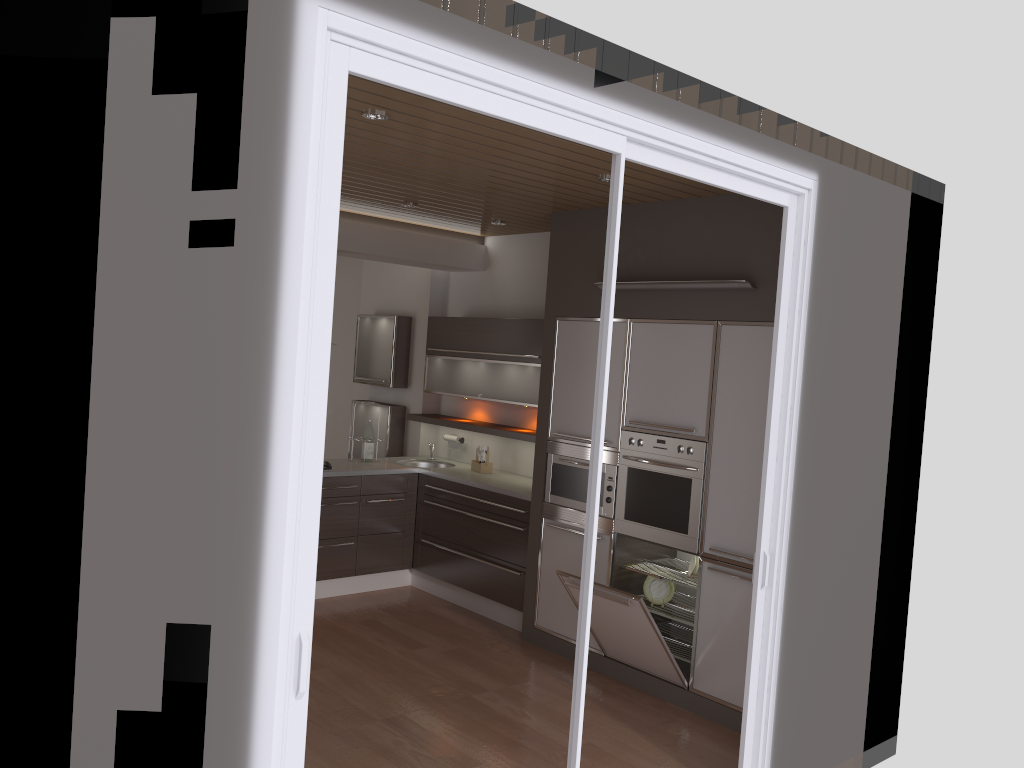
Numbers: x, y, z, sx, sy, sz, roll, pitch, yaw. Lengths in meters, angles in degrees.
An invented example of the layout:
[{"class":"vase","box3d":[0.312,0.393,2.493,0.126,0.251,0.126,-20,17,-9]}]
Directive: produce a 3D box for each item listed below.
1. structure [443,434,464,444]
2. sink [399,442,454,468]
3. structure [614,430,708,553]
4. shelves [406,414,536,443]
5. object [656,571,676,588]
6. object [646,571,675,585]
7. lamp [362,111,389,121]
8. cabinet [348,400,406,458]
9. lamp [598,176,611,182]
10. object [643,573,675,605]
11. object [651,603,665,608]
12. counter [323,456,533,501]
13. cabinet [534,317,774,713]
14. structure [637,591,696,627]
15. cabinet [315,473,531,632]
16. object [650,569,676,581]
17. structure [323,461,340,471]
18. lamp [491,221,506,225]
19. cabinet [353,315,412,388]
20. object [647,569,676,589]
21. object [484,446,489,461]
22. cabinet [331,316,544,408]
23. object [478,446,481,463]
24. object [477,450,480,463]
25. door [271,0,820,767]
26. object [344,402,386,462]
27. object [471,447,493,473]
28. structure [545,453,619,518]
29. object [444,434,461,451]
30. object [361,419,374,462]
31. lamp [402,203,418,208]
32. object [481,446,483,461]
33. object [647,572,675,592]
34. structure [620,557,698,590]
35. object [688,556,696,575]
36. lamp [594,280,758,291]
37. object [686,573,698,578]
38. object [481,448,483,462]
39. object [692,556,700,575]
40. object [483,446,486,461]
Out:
[{"class":"structure","box3d":[-0.449,0.438,7.091,0.087,0.049,0.237,2,3,-41]},{"class":"sink","box3d":[-0.677,0.633,6.888,0.450,0.347,0.494,3,2,-36]},{"class":"structure","box3d":[0.785,0.575,4.836,0.066,0.583,0.582,2,3,-42]},{"class":"shelves","box3d":[-0.125,0.336,6.584,0.313,0.050,1.850,2,3,-42]},{"class":"object","box3d":[0.861,1.173,5.154,0.177,0.173,0.042,5,2,13]},{"class":"object","box3d":[0.854,1.174,5.130,0.177,0.173,0.042,5,2,13]},{"class":"lamp","box3d":[-0.533,-1.075,3.480,0.102,0.055,0.102,5,2,31]},{"class":"cabinet","box3d":[-1.177,0.461,7.606,0.194,0.600,0.598,2,3,-42]},{"class":"lamp","box3d":[0.475,-1.034,4.377,0.102,0.055,0.102,5,2,31]},{"class":"object","box3d":[0.842,1.174,5.083,0.177,0.173,0.042,5,2,13]},{"class":"object","box3d":[0.849,1.261,5.129,0.073,0.009,0.190,5,2,15]},{"class":"counter","box3d":[-0.846,0.652,5.977,2.150,0.036,1.850,2,3,-42]},{"class":"cabinet","box3d":[0.852,0.623,4.900,1.047,1.948,1.796,2,3,-42]},{"class":"structure","box3d":[0.984,1.280,5.081,0.479,0.012,0.583,2,3,-42]},{"class":"cabinet","box3d":[-0.878,1.103,5.993,2.150,0.870,1.850,2,3,-42]},{"class":"object","box3d":[0.873,1.172,5.200,0.177,0.173,0.042,5,2,13]},{"class":"structure","box3d":[-1.653,0.550,6.099,0.797,0.047,0.494,2,3,-42]},{"class":"lamp","box3d":[-0.092,-1.136,6.141,0.102,0.055,0.102,4,2,-14]},{"class":"cabinet","box3d":[-1.156,-0.287,7.526,0.619,0.600,0.172,5,2,34]},{"class":"object","box3d":[0.867,1.173,5.177,0.177,0.173,0.042,5,2,13]},{"class":"object","box3d":[-0.196,0.556,6.588,0.042,0.192,0.040,4,2,6]},{"class":"cabinet","box3d":[-0.732,-0.422,6.045,2.058,1.032,1.399,3,3,-38]},{"class":"object","box3d":[-0.238,0.554,6.563,0.042,0.192,0.040,4,2,5]},{"class":"object","box3d":[-0.242,0.565,6.591,0.044,0.178,0.019,5,2,23]},{"class":"door","box3d":[0.276,0.373,2.960,2.300,2.700,0.101,2,3,-42]},{"class":"object","box3d":[-1.115,0.361,6.767,0.291,0.453,0.210,3,2,-37]},{"class":"object","box3d":[-0.222,0.570,6.631,0.100,0.170,0.173,3,2,-30]},{"class":"structure","box3d":[0.397,0.600,5.293,0.049,0.301,0.569,2,3,-42]},{"class":"object","box3d":[-0.480,0.470,7.086,0.053,0.119,0.165,2,3,-42]},{"class":"object","box3d":[-1.088,0.428,6.726,0.091,0.319,0.091,4,2,-7]},{"class":"lamp","box3d":[-0.648,-1.158,5.646,0.102,0.055,0.102,5,2,20]},{"class":"object","box3d":[-0.223,0.557,6.596,0.018,0.196,0.022,2,3,-40]},{"class":"object","box3d":[0.848,1.174,5.107,0.177,0.173,0.042,5,2,13]},{"class":"structure","box3d":[0.998,1.082,5.074,0.479,0.012,0.583,2,3,-42]},{"class":"object","box3d":[1.016,1.023,4.997,0.032,0.112,0.115,4,2,-1]},{"class":"lamp","box3d":[0.837,-0.526,4.748,0.139,0.033,1.020,2,3,-42]},{"class":"object","box3d":[1.084,1.083,4.999,0.190,0.009,0.073,4,2,0]},{"class":"object","box3d":[-0.223,0.558,6.573,0.023,0.196,0.018,2,3,-40]},{"class":"object","box3d":[1.040,1.025,4.997,0.032,0.112,0.115,4,2,-1]},{"class":"object","box3d":[-0.212,0.558,6.592,0.020,0.196,0.017,3,2,-19]}]
